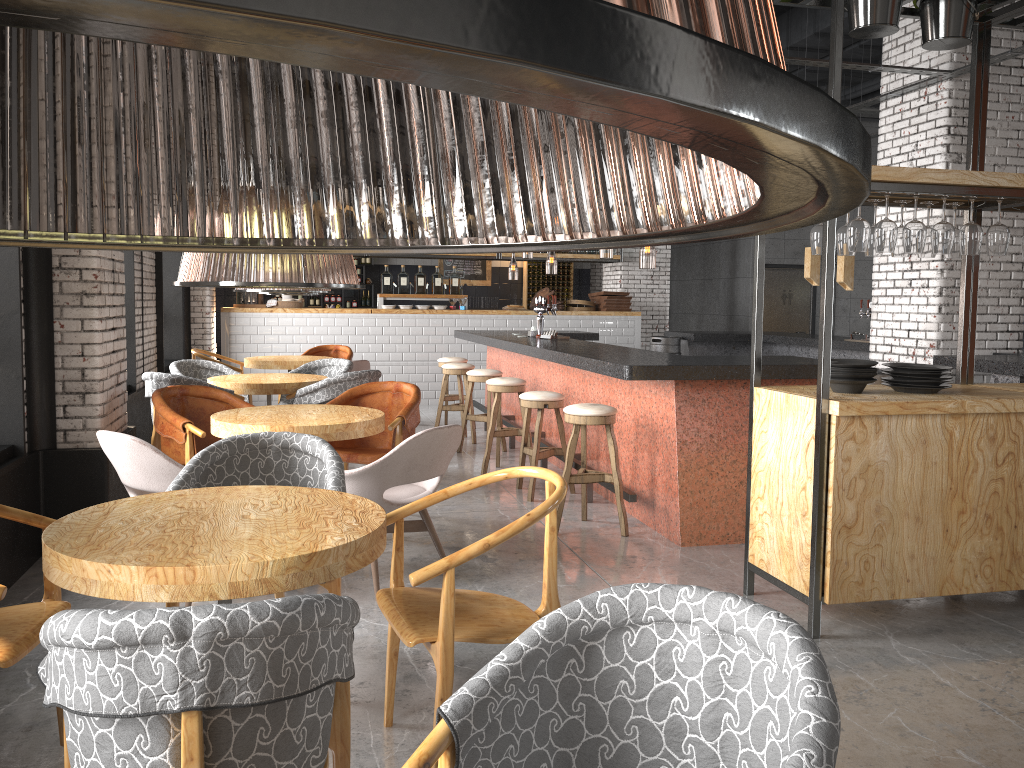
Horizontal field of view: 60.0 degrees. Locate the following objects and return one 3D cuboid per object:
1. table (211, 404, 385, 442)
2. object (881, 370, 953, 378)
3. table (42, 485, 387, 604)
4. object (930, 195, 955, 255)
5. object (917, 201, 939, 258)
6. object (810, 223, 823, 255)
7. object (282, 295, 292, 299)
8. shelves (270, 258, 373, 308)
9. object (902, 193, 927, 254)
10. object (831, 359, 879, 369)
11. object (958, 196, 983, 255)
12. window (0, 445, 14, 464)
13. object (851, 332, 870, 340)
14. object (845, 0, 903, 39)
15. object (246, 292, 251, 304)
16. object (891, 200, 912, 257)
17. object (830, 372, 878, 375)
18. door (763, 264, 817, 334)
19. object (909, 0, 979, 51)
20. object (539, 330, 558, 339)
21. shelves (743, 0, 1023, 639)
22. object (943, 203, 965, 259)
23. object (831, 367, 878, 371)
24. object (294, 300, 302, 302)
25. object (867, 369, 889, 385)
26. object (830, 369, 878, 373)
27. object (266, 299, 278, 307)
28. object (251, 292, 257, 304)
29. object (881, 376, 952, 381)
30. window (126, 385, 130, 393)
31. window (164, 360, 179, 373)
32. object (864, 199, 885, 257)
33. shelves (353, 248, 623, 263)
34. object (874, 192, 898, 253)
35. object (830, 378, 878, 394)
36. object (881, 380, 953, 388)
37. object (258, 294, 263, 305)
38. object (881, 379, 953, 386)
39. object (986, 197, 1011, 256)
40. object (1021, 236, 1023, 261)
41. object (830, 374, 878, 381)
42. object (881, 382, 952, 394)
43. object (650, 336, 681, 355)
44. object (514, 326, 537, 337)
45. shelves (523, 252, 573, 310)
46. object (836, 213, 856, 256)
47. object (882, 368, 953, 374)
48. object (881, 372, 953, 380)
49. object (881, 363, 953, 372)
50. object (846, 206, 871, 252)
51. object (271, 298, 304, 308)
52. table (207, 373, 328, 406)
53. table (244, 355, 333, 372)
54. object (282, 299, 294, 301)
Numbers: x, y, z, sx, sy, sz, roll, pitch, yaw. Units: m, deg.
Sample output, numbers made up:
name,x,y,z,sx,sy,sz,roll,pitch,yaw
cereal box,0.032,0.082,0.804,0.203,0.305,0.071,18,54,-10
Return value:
name,x,y,z,sx,sy,sz,roll,pitch,yaw
table,-1.180,0.570,4.937,0.933,0.808,0.933,4,6,34
object,1.900,-0.043,4.166,0.306,0.037,0.306,0,5,-12
table,-0.839,0.794,2.598,0.933,0.808,0.933,4,6,34
object,1.946,-0.720,4.000,0.101,0.267,0.101,4,6,40
object,2.022,-0.749,4.312,0.101,0.267,0.101,4,6,40
object,1.458,-0.743,4.176,0.101,0.267,0.101,4,6,40
object,-3.062,-1.146,12.084,0.129,0.204,0.129,3,5,22
shelves,-3.309,-1.752,15.450,1.761,1.480,0.158,0,4,-14
object,1.802,-0.719,3.965,0.101,0.267,0.101,4,6,40
object,1.555,-0.072,4.099,0.257,0.076,0.257,3,6,24
object,2.089,-0.722,4.034,0.101,0.267,0.101,4,6,40
window,-2.503,-0.900,3.606,0.365,2.693,1.537,0,5,-14
object,3.582,-0.492,9.107,0.091,0.091,0.178,-3,6,-38
object,1.640,-1.869,3.988,0.467,0.558,0.417,3,5,27
object,-3.526,-1.219,11.883,0.070,0.367,0.107,0,4,-14
object,1.879,-0.747,4.277,0.101,0.267,0.101,4,6,40
object,1.553,-0.024,4.103,0.257,0.075,0.257,2,5,12
door,4.488,-0.920,14.652,1.120,2.100,0.158,0,4,-14
object,2.051,-1.881,4.170,0.467,0.558,0.417,-3,6,-37
object,0.352,-0.482,8.571,0.091,0.091,0.178,-3,6,-38
shelves,3.045,-1.432,4.347,3.659,5.011,0.691,0,4,-14
object,2.166,-0.750,4.346,0.101,0.267,0.101,2,5,17
object,1.554,-0.046,4.102,0.257,0.072,0.257,-1,5,-14
object,-2.926,-1.096,12.013,0.161,0.075,0.161,5,7,39
object,2.296,0.432,5.650,0.399,1.033,0.398,2,5,22
object,1.554,-0.042,4.101,0.257,0.072,0.257,-4,7,-41
object,-3.150,-1.081,11.889,0.187,0.110,0.283,3,6,23
object,-3.462,-1.220,11.900,0.070,0.367,0.107,0,4,-14
object,1.898,-0.014,4.167,0.306,0.046,0.306,4,6,34
window,-3.251,-1.201,6.708,0.365,2.693,1.537,0,5,-14
window,-3.998,-1.502,9.814,0.365,2.693,1.537,0,5,-14
object,1.736,-0.746,4.243,0.101,0.267,0.101,4,6,40
shelves,-1.156,-3.351,12.763,5.677,3.062,0.598,-1,4,-14
object,1.659,-0.717,3.931,0.101,0.267,0.101,4,6,40
object,1.553,0.007,4.105,0.257,0.067,0.257,-1,6,-21
object,1.899,0.010,4.168,0.306,0.041,0.306,1,5,4
object,-3.381,-1.146,11.915,0.056,0.248,0.056,4,5,39
object,1.900,-0.005,4.168,0.306,0.044,0.306,0,5,-13
object,2.232,-0.723,4.069,0.101,0.267,0.101,2,5,17
object,2.619,-0.755,4.455,0.101,0.267,0.101,1,4,0
object,1.553,-0.017,4.104,0.257,0.075,0.257,-1,5,-14
object,1.900,0.021,4.170,0.306,0.034,0.306,3,6,24
object,1.873,-0.067,10.903,0.399,1.033,0.398,2,5,22
object,0.076,-0.566,9.351,0.200,0.106,0.768,-1,5,-13
shelves,0.663,-1.683,16.365,0.889,2.145,0.251,0,4,-14
object,1.592,-0.744,4.208,0.101,0.267,0.101,4,6,40
object,1.900,-0.055,4.166,0.305,0.048,0.306,2,5,11
object,1.900,-0.028,4.166,0.306,0.042,0.306,4,6,33
object,1.901,-0.069,4.165,0.306,0.039,0.306,-2,6,-31
object,1.525,-0.716,3.899,0.101,0.267,0.101,4,6,40
object,-3.037,-1.085,11.968,0.437,0.156,0.420,-4,7,-41
table,-1.949,0.355,7.123,0.933,0.808,0.933,4,6,34
table,-2.377,0.128,9.486,0.932,0.808,0.933,3,6,29
object,-2.999,-1.102,11.867,0.160,0.078,0.161,-3,6,-35
